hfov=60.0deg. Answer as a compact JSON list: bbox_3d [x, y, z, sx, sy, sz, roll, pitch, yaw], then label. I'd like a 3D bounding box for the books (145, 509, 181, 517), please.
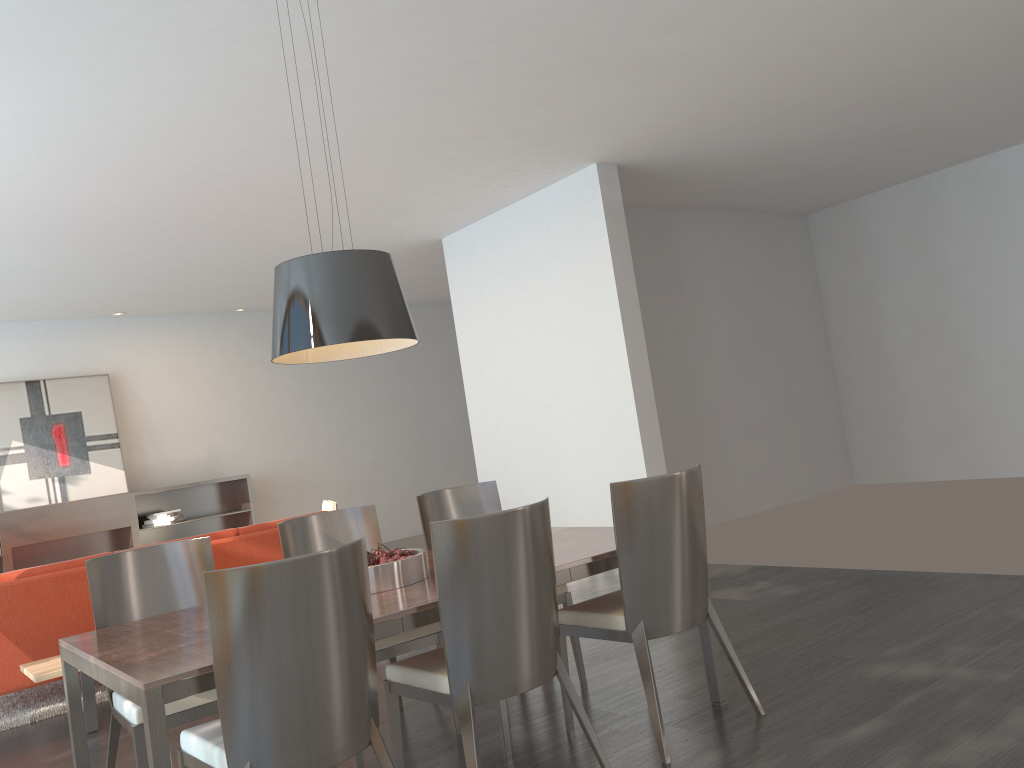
[{"bbox_3d":[-3.784,1.399,9.616,0.210,0.020,0.300,-11,-4,43],"label":"books"}]

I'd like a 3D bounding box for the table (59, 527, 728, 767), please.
[{"bbox_3d":[-0.384,1.125,3.369,2.152,0.765,1.170,-6,-4,-37],"label":"table"}]

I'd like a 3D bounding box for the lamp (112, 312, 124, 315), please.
[{"bbox_3d":[-4.376,-0.778,9.845,0.129,0.010,0.129,-9,-3,8],"label":"lamp"}]

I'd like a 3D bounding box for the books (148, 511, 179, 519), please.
[{"bbox_3d":[-3.781,1.418,9.615,0.210,0.020,0.300,-9,-3,3],"label":"books"}]

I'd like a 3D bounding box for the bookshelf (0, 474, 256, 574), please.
[{"bbox_3d":[-4.389,1.786,9.197,3.389,1.163,0.569,-6,-4,-37],"label":"bookshelf"}]

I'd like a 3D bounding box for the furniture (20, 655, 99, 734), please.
[{"bbox_3d":[-1.702,1.575,5.206,2.006,0.357,0.492,-7,-4,-37],"label":"furniture"}]

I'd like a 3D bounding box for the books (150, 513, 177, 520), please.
[{"bbox_3d":[-3.778,1.438,9.614,0.210,0.020,0.300,-8,-3,-8],"label":"books"}]

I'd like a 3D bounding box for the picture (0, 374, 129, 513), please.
[{"bbox_3d":[-4.770,0.587,9.310,1.209,1.339,0.269,-6,-4,-37],"label":"picture"}]

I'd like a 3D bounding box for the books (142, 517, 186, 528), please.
[{"bbox_3d":[-3.768,1.504,9.610,0.314,0.038,0.398,-9,-3,2],"label":"books"}]

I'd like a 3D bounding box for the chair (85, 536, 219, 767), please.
[{"bbox_3d":[-1.255,1.102,3.336,0.548,0.968,0.614,-6,-4,-37],"label":"chair"}]

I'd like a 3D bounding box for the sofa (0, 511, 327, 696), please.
[{"bbox_3d":[-2.293,1.448,5.854,2.598,0.853,1.037,-6,-4,-37],"label":"sofa"}]

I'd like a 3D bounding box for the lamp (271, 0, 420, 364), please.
[{"bbox_3d":[-0.757,-0.903,3.459,0.567,1.581,0.567,-8,-3,-8],"label":"lamp"}]

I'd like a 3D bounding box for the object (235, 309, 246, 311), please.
[{"bbox_3d":[-3.295,-0.898,10.751,0.129,0.010,0.129,-9,-3,8],"label":"object"}]

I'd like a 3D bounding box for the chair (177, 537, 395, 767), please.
[{"bbox_3d":[-0.645,0.968,2.557,0.548,0.968,0.614,-6,-4,-37],"label":"chair"}]

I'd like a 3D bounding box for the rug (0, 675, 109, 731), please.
[{"bbox_3d":[-2.851,2.005,6.718,3.774,0.043,2.981,-7,-4,-37],"label":"rug"}]

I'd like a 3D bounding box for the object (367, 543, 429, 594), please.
[{"bbox_3d":[-0.538,0.682,3.350,0.427,0.154,0.427,-9,-3,7],"label":"object"}]

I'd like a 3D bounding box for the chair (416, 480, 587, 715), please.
[{"bbox_3d":[-0.097,0.969,4.222,0.548,0.968,0.614,-6,-4,-37],"label":"chair"}]

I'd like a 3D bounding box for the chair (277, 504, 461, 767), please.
[{"bbox_3d":[-0.649,1.032,3.799,0.548,0.968,0.614,-6,-4,-37],"label":"chair"}]

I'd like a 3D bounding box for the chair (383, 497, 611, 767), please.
[{"bbox_3d":[-0.093,0.904,2.979,0.548,0.968,0.614,-6,-4,-37],"label":"chair"}]

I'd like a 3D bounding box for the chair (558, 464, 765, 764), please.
[{"bbox_3d":[0.513,0.835,3.443,0.548,0.968,0.614,-6,-4,-37],"label":"chair"}]

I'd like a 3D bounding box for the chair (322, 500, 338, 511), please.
[{"bbox_3d":[-1.823,1.480,7.796,0.707,0.817,0.699,-8,-3,-17],"label":"chair"}]

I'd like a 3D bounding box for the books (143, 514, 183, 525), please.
[{"bbox_3d":[-3.773,1.466,9.612,0.314,0.038,0.398,-8,-3,-8],"label":"books"}]
